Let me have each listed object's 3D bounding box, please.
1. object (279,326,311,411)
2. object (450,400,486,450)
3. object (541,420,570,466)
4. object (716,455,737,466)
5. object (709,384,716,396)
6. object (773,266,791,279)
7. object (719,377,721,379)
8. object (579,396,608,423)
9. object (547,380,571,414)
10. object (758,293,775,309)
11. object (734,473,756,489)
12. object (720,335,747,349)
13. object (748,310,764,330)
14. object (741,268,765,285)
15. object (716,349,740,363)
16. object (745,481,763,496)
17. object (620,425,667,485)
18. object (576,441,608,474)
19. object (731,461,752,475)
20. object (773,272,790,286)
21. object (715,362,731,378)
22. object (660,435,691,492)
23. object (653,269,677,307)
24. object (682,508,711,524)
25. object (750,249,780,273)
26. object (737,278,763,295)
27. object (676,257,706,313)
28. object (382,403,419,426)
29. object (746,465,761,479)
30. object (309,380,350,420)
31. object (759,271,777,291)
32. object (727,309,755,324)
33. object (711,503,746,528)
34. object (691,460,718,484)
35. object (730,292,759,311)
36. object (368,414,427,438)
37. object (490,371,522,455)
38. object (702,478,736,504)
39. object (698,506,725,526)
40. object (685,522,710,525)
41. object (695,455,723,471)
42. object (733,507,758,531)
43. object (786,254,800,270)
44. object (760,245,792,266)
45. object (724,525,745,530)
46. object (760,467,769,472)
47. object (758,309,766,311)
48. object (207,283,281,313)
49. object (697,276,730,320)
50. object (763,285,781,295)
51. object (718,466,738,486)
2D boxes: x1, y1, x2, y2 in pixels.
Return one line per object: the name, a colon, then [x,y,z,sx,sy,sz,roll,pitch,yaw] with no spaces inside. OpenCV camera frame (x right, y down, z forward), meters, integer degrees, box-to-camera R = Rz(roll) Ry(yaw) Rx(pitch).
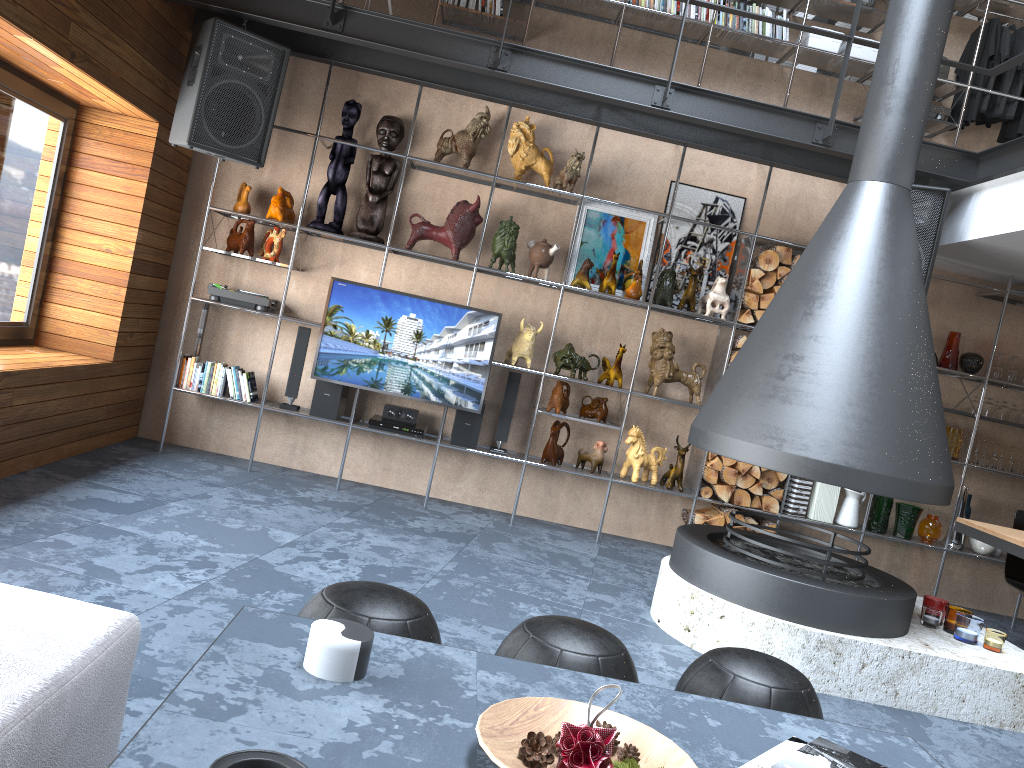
object: [-1.373,-0.103,5.684,0.112,0.533,0.112,12,3,-3]
object: [-0.291,0.246,5.800,0.175,0.303,0.343,12,3,-3]
object: [0.285,0.383,5.767,0.114,0.290,0.249,13,3,22]
object: [1.387,0.450,5.815,0.112,0.153,0.291,12,3,-6]
object: [1.383,0.054,5.804,0.095,0.088,0.303,12,3,-5]
object: [1.716,-0.714,5.772,0.098,0.090,0.303,12,3,-2]
object: [1.458,-0.011,5.786,0.143,0.143,0.286,12,3,-3]
object: [0.534,0.155,5.768,0.210,0.168,0.105,14,3,37]
object: [0.318,0.086,5.777,0.108,0.214,0.217,13,3,22]
object: [1.628,-0.545,5.789,0.095,0.135,0.329,12,3,1]
object: [1.479,0.605,5.827,0.147,0.118,0.288,12,3,-7]
object: [1.476,-0.266,5.795,0.121,0.107,0.308,12,3,-7]
object: [1.594,-0.425,5.821,0.154,0.131,0.362,12,3,-3]
object: [1.561,-0.688,5.773,0.097,0.120,0.308,12,3,2]
object: [1.454,-0.179,5.813,0.135,0.114,0.299,12,3,-5]
object: [1.555,0.660,5.847,0.103,0.098,0.330,12,3,-6]
object: [0.871,0.465,5.820,0.375,0.363,0.170,10,3,-37]
object: [0.510,0.464,5.779,0.212,0.220,0.119,14,3,31]
object: [1.469,0.524,5.821,0.107,0.098,0.330,12,3,-7]
object: [1.784,-0.663,5.765,0.164,0.128,0.322,12,3,-2]
object: [1.420,-0.085,5.801,0.111,0.121,0.310,12,3,-4]
object: [1.081,0.514,5.813,0.116,0.358,0.198,12,3,-11]
object: [0.999,-0.619,5.780,0.126,0.249,0.253,12,3,2]
object: [1.202,0.888,5.838,0.111,0.121,0.310,12,3,-4]
object: [1.623,-0.783,5.751,0.140,0.150,0.312,12,3,1]
object: [1.545,-0.624,5.783,0.107,0.110,0.331,12,3,-1]
object: [1.164,-0.637,5.761,0.116,0.358,0.198,12,3,4]
object: [-0.723,0.199,5.752,0.223,0.101,0.080,12,3,-3]
object: [1.544,0.553,5.841,0.101,0.110,0.331,12,3,-1]
object: [-1.173,0.058,5.752,0.175,0.303,0.343,12,3,-3]
object: [1.633,-0.664,5.798,0.112,0.153,0.291,12,3,0]
object: [1.498,-0.441,5.791,0.107,0.105,0.330,12,3,0]
object: [1.419,0.863,5.827,0.164,0.128,0.322,12,3,-4]
object: [1.263,0.577,5.832,0.110,0.109,0.321,12,3,-2]
object: [1.510,-0.535,5.785,0.110,0.109,0.321,12,3,-4]
object: [-0.740,0.276,5.761,0.360,0.058,0.325,12,3,-3]
object: [-0.034,0.184,5.757,0.112,0.533,0.112,12,3,-3]
object: [1.348,0.688,5.836,0.154,0.131,0.362,12,3,-3]
object: [1.293,0.878,5.841,0.128,0.107,0.329,12,3,-3]
object: [1.240,0.961,5.823,0.143,0.143,0.286,12,3,-3]
object: [1.297,0.488,5.827,0.107,0.110,0.331,12,3,-5]
object: [1.517,0.904,5.853,0.099,0.131,0.309,12,3,-7]
object: [1.825,-0.767,5.755,0.107,0.121,0.289,12,3,-4]
object: [1.720,-0.829,5.788,0.129,0.118,0.299,12,3,-5]
object: [1.448,0.957,5.859,0.107,0.098,0.330,12,3,-7]
object: [1.642,0.514,5.850,0.128,0.107,0.329,12,3,-3]
object: [1.725,-0.508,5.811,0.147,0.118,0.288,12,3,1]
object: [-1.719,-0.551,5.675,0.404,0.114,0.320,12,3,-3]
object: [1.319,-0.564,5.781,0.151,0.280,0.314,12,3,-5]
object: [1.715,-0.590,5.807,0.107,0.098,0.330,12,3,1]
object: [1.368,0.567,5.832,0.115,0.131,0.374,12,3,-8]
